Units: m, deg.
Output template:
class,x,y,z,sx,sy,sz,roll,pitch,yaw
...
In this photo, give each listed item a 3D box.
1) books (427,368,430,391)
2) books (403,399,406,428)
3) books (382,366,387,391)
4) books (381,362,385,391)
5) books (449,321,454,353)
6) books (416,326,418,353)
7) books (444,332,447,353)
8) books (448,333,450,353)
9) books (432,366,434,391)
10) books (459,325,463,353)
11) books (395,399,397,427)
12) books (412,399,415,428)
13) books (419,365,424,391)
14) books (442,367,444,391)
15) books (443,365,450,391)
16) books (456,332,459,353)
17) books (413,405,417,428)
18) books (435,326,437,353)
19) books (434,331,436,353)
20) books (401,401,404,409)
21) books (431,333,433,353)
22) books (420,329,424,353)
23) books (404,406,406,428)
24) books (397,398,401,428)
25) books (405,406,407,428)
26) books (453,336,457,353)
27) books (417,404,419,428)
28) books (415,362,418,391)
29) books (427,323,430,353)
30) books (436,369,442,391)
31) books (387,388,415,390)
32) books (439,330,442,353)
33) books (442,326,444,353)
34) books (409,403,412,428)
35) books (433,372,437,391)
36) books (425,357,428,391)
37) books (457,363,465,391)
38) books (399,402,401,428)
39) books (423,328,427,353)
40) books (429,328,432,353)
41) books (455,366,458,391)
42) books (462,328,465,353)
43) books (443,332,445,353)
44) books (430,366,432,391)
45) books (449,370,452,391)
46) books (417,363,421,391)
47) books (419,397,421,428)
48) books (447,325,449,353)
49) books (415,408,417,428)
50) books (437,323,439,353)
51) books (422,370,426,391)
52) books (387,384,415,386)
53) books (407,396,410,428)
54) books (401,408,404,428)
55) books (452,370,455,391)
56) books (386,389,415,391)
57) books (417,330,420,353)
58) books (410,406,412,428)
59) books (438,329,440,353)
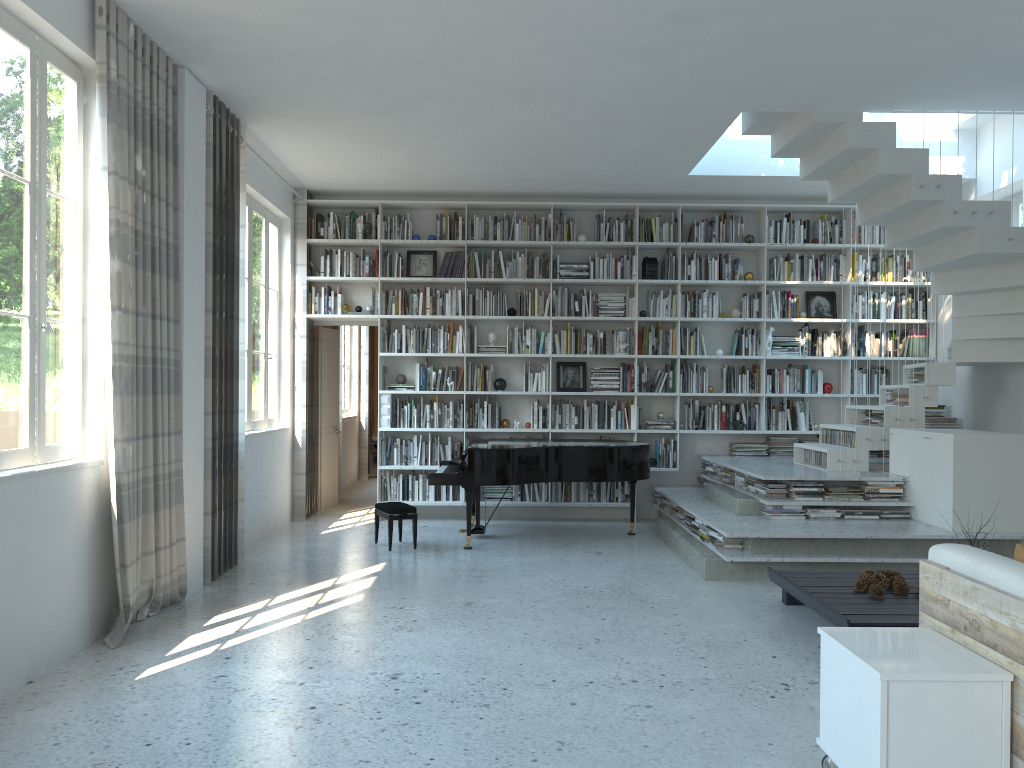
class,x,y,z,sx,sy,sz,roll,pitch,yaw
books,-0.832,-0.046,8.865,0.030,0.231,0.148,0,0,-1
books,-1.069,0.294,8.844,0.008,0.280,0.164,0,0,-1
books,-1.268,-0.056,8.845,0.028,0.243,0.156,0,0,-1
books,-1.288,-0.077,8.855,0.012,0.285,0.159,0,0,-1
books,-0.603,-0.459,8.851,0.035,0.325,0.170,0,0,-1
books,-0.948,-0.435,8.852,0.011,0.271,0.157,0,0,-1
books,-0.659,-0.407,8.860,0.021,0.221,0.148,0,0,-1
books,-0.628,-0.398,8.850,0.013,0.203,0.161,0,0,-1
books,-0.789,-0.056,8.840,0.011,0.250,0.172,0,0,-1
books,-0.511,-0.439,8.860,0.027,0.286,0.148,0,0,-1
books,-1.156,0.290,8.858,0.008,0.285,0.159,0,0,-1
books,-0.978,0.291,8.831,0.007,0.286,0.182,0,0,-1
books,-0.903,-0.059,8.854,0.031,0.255,0.143,0,0,-1
books,-0.692,-0.050,8.862,0.013,0.242,0.141,0,0,-1
books,-0.655,-0.057,8.848,0.060,0.255,0.158,0,0,-1
books,-0.541,-0.408,8.855,0.031,0.223,0.144,0,0,-1
books,-0.968,0.325,8.837,0.015,0.219,0.190,0,0,-1
books,-0.751,-0.434,8.849,0.012,0.272,0.145,0,0,-1
books,-0.764,-0.411,8.854,0.013,0.228,0.151,0,0,-1
books,-1.096,0.301,8.839,0.007,0.264,0.176,0,0,-1
books,-0.794,-0.400,8.856,0.021,0.205,0.130,0,0,-1
books,-0.897,-0.420,8.844,0.023,0.242,0.184,0,0,-1
books,-1.059,0.324,8.850,0.015,0.218,0.176,0,0,-1
books,-1.129,0.286,8.850,0.014,0.294,0.171,0,0,-1
books,-1.044,0.325,8.838,0.015,0.217,0.180,0,0,-1
books,-0.571,-0.388,8.855,0.030,0.183,0.151,0,0,-1
books,-0.936,0.319,8.868,0.016,0.230,0.136,0,0,-1
books,-0.948,-0.074,8.847,0.012,0.285,0.159,0,0,-1
books,-0.832,-0.448,8.845,0.013,0.300,0.151,0,0,-1
books,-0.727,-0.037,8.862,0.056,0.214,0.142,0,0,-1
books,-1.105,0.049,8.855,0.254,0.012,0.161,0,0,0
books,-0.710,-0.418,8.870,0.028,0.242,0.131,0,0,-1
books,-0.689,-0.435,8.841,0.015,0.275,0.157,0,0,-1
books,-1.011,0.312,8.831,0.009,0.244,0.184,0,0,-1
books,-0.769,-0.025,8.828,0.029,0.190,0.189,0,0,-1
books,-0.852,-0.099,8.859,0.011,0.336,0.153,0,0,-1
books,-0.505,-0.067,8.815,0.082,0.276,0.228,0,0,-1
books,-1.111,0.305,8.858,0.022,0.257,0.141,0,0,-1
books,-0.862,-0.427,8.862,0.048,0.256,0.141,0,0,-1
books,-0.815,-0.426,8.855,0.021,0.256,0.156,0,0,-1
books,-0.557,-0.054,8.854,0.021,0.251,0.154,0,0,-1
books,-0.480,-0.424,8.861,0.036,0.257,0.123,0,0,-1
books,-0.676,-0.406,8.855,0.012,0.217,0.160,0,0,-1
books,-0.806,-0.055,8.859,0.022,0.249,0.129,0,0,-1
books,-0.610,-0.033,8.841,0.030,0.207,0.172,0,0,-1
books,-0.930,-0.068,8.846,0.024,0.273,0.150,0,0,-1
books,-0.909,0.285,8.834,0.019,0.300,0.180,0,0,-1
books,-0.641,-0.443,8.865,0.015,0.293,0.144,0,0,-1
books,-0.952,0.340,8.833,0.016,0.189,0.183,0,0,-1
books,-0.740,-0.449,8.865,0.011,0.304,0.130,0,0,-1
books,-0.872,-0.035,8.825,0.029,0.208,0.189,0,0,-1
books,-1.105,0.012,8.854,0.254,0.012,0.161,0,0,0
books,-1.033,0.276,8.847,0.006,0.315,0.145,0,0,-1
books,-1.083,0.339,8.823,0.019,0.189,0.193,0,0,-1
books,-0.581,-0.034,8.851,0.027,0.209,0.143,0,0,-1
books,-1.105,0.061,8.850,0.285,0.012,0.159,0,0,2
books,-0.930,-0.418,8.836,0.024,0.237,0.167,0,0,-1
books,-1.000,0.329,8.863,0.016,0.211,0.146,0,0,-1
books,-0.730,-0.423,8.860,0.011,0.252,0.139,0,0,-1
